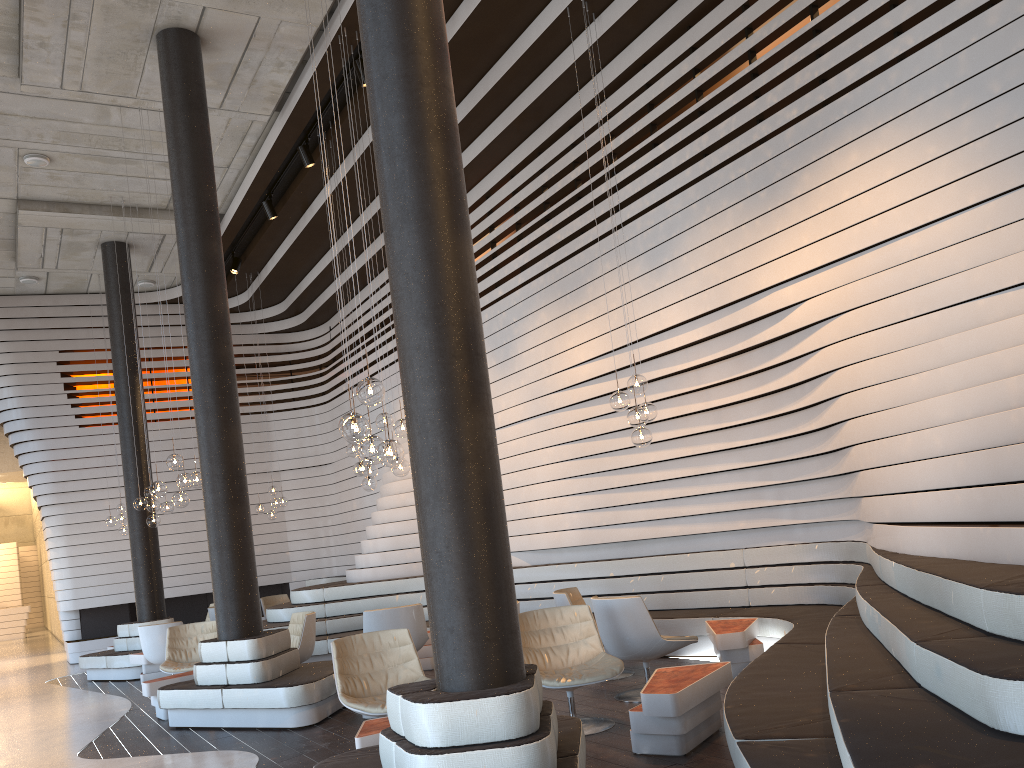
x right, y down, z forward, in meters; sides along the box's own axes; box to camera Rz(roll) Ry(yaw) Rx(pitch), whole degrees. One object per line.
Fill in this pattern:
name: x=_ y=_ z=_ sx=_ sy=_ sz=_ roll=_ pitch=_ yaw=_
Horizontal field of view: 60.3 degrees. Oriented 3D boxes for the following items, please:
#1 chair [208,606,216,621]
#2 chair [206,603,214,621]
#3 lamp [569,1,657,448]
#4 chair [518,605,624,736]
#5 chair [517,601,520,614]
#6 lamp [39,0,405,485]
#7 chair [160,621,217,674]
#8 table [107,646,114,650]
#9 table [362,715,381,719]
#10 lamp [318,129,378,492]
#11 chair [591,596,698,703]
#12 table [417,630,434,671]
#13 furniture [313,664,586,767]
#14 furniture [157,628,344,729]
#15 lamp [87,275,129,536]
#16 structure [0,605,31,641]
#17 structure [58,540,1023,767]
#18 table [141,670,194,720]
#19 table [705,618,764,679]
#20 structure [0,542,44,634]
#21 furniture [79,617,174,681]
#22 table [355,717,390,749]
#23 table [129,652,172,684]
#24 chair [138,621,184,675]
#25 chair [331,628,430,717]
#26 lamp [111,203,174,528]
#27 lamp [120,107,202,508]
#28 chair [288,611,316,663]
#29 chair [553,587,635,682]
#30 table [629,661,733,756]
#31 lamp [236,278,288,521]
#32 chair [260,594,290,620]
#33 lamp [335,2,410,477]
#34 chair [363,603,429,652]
chair: x=-4.029 y=3.592 z=12.860 sx=0.705 sy=0.760 sz=0.668 roll=-4 pitch=-7 yaw=-26
chair: x=-4.807 y=3.830 z=13.710 sx=0.704 sy=0.760 sz=0.668 roll=-4 pitch=-7 yaw=-28
lamp: x=0.721 y=-1.788 z=7.261 sx=0.336 sy=4.678 sz=0.530 roll=-8 pitch=-4 yaw=21
chair: x=0.367 y=1.872 z=5.787 sx=0.653 sy=0.760 sz=0.721 roll=-6 pitch=-6 yaw=-14
chair: x=-0.246 y=2.159 z=7.059 sx=0.713 sy=0.760 sz=0.660 roll=-8 pitch=-6 yaw=10
lamp: x=2.817 y=-2.943 z=1.268 sx=8.961 sy=4.576 sz=42.704 roll=-2 pitch=-10 yaw=-30
chair: x=-3.274 y=2.876 z=9.119 sx=0.653 sy=0.760 sz=0.721 roll=-6 pitch=-6 yaw=-12
table: x=-5.605 y=4.037 z=13.165 sx=0.420 sy=0.367 sz=0.901 roll=-12 pitch=-10 yaw=37
table: x=-1.017 y=2.481 z=7.223 sx=0.415 sy=0.367 sz=0.913 roll=-8 pitch=-9 yaw=6
lamp: x=-1.904 y=-1.107 z=9.856 sx=0.291 sy=4.639 sz=0.553 roll=-5 pitch=-4 yaw=-35
chair: x=0.987 y=1.926 z=6.571 sx=0.704 sy=0.760 sz=0.668 roll=-3 pitch=-7 yaw=-31
table: x=-1.112 y=2.842 z=9.320 sx=0.906 sy=0.368 sz=0.417 roll=-7 pitch=-7 yaw=3
furniture: x=-0.340 y=1.647 z=3.776 sx=1.277 sy=0.716 sz=1.787 roll=-8 pitch=-9 yaw=5
furniture: x=-2.067 y=2.512 z=7.689 sx=1.795 sy=0.716 sz=1.271 roll=-12 pitch=-9 yaw=30
lamp: x=-6.272 y=0.068 z=13.679 sx=0.277 sy=4.593 sz=0.543 roll=-8 pitch=-4 yaw=18
structure: x=-16.355 y=7.459 z=27.335 sx=7.614 sy=0.890 sz=2.538 roll=-14 pitch=-11 yaw=37
structure: x=-0.773 y=2.599 z=9.793 sx=5.727 sy=0.919 sz=18.554 roll=-1 pitch=-11 yaw=-33
table: x=-3.022 y=2.911 z=8.323 sx=0.898 sy=0.367 sz=0.421 roll=0 pitch=-9 yaw=-37
table: x=1.806 y=2.097 z=7.006 sx=0.415 sy=0.367 sz=0.913 roll=-8 pitch=-9 yaw=6
structure: x=-17.785 y=6.965 z=29.281 sx=4.496 sy=2.842 sz=5.925 roll=-3 pitch=-9 yaw=-30
furniture: x=-5.188 y=3.626 z=12.060 sx=1.264 sy=0.716 sz=1.805 roll=-2 pitch=-10 yaw=-34
table: x=-0.470 y=2.025 z=4.894 sx=0.898 sy=0.367 sz=0.421 roll=-3 pitch=-8 yaw=-28
table: x=-4.322 y=3.536 z=11.113 sx=0.899 sy=0.367 sz=0.421 roll=-4 pitch=-8 yaw=-22
chair: x=-4.020 y=3.184 z=10.418 sx=0.658 sy=0.760 sz=0.715 roll=-8 pitch=-6 yaw=7
chair: x=-0.789 y=1.989 z=5.639 sx=0.651 sy=0.760 sz=0.723 roll=-4 pitch=-7 yaw=-29
lamp: x=-4.743 y=-0.472 z=11.229 sx=0.278 sy=4.593 sz=0.543 roll=-8 pitch=-4 yaw=21
lamp: x=-3.598 y=-1.056 z=8.909 sx=0.539 sy=4.639 sz=0.298 roll=-4 pitch=-5 yaw=-45
chair: x=-2.278 y=2.698 z=8.789 sx=0.705 sy=0.760 sz=0.668 roll=-4 pitch=-7 yaw=-27
chair: x=0.749 y=2.122 z=7.569 sx=0.715 sy=0.760 sz=0.659 roll=-9 pitch=-6 yaw=14
table: x=0.954 y=1.888 z=5.121 sx=0.419 sy=0.367 sz=0.903 roll=-11 pitch=-9 yaw=32
lamp: x=-4.068 y=-0.129 z=14.123 sx=0.543 sy=4.639 sz=0.296 roll=-7 pitch=-3 yaw=-5
chair: x=-3.580 y=3.718 z=13.945 sx=0.720 sy=0.760 sz=0.653 roll=-11 pitch=-7 yaw=33
lamp: x=-1.335 y=-1.494 z=8.006 sx=0.307 sy=4.705 sz=0.672 roll=-6 pitch=-4 yaw=-22
chair: x=-1.104 y=2.488 z=8.397 sx=0.654 sy=0.760 sz=0.720 roll=-6 pitch=-6 yaw=-10
